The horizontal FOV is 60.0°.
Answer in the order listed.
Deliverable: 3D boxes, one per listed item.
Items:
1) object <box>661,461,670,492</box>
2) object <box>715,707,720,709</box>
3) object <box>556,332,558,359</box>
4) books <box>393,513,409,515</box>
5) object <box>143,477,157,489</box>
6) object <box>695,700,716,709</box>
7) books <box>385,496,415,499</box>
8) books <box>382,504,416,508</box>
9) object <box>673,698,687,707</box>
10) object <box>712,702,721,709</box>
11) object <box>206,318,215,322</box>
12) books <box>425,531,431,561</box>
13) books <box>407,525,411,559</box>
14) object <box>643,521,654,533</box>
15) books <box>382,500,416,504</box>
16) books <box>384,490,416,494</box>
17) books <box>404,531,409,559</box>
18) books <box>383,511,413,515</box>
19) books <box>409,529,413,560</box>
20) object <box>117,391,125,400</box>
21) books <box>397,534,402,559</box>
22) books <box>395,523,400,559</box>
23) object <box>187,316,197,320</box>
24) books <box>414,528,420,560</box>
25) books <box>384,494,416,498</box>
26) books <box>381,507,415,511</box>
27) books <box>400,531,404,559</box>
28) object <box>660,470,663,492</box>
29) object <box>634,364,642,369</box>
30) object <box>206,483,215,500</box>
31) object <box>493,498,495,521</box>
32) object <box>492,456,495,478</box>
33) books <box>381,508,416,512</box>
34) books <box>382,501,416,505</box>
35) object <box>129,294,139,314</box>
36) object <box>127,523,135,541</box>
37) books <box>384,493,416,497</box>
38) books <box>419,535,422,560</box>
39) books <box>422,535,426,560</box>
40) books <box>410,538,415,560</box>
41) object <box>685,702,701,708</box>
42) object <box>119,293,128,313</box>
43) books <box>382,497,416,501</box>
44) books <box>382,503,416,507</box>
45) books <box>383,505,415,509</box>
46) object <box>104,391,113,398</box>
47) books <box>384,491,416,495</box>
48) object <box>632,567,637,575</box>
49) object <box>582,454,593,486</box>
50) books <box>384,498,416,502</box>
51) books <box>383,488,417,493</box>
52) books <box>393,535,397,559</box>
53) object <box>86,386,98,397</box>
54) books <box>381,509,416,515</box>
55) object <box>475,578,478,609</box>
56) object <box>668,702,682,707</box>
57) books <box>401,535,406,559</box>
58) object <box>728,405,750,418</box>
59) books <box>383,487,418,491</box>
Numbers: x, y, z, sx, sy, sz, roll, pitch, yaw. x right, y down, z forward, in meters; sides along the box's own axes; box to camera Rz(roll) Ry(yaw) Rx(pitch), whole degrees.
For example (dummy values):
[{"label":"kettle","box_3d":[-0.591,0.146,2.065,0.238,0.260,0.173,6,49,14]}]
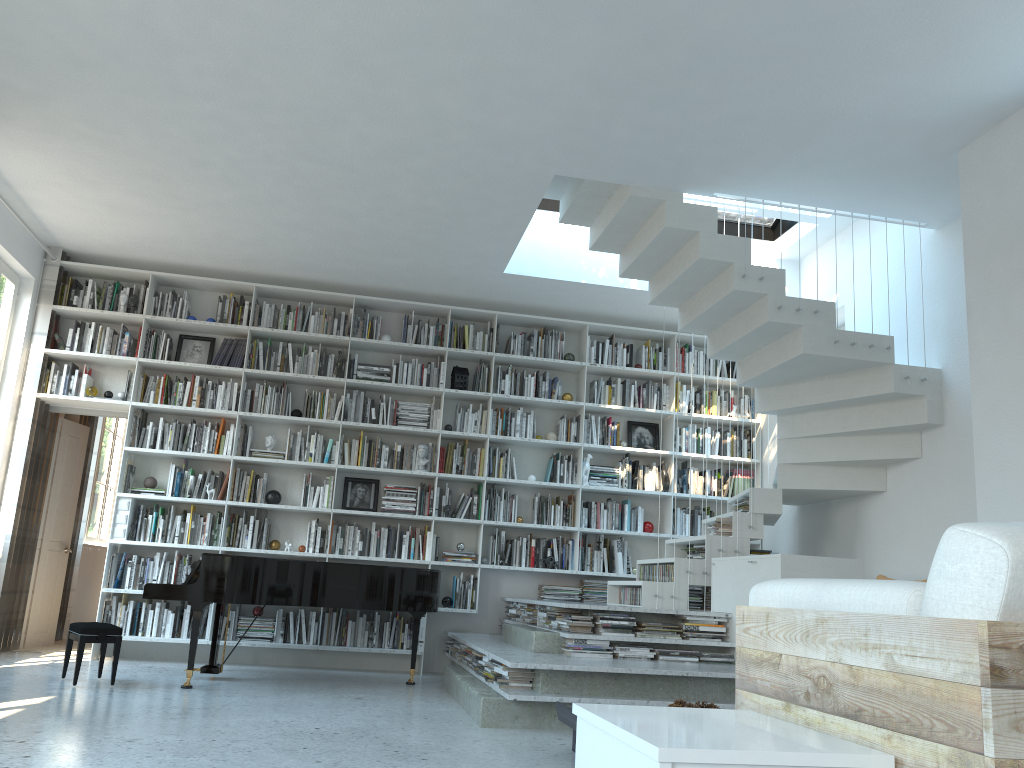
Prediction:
[{"label":"object","box_3d":[1.369,0.835,7.941,0.087,0.287,0.075,-2,-14,24]},{"label":"object","box_3d":[0.845,1.403,3.730,0.106,0.086,0.091,3,-13,4]},{"label":"object","box_3d":[0.396,-0.315,8.152,0.006,0.297,0.130,6,-13,-10]},{"label":"books","box_3d":[-0.974,1.120,7.579,0.254,0.012,0.161,7,-14,-14]},{"label":"object","box_3d":[-2.954,0.810,7.245,0.105,0.106,0.105,12,-15,-31]},{"label":"object","box_3d":[0.835,1.410,3.798,0.097,0.102,0.099,14,-16,-38]},{"label":"books","box_3d":[-0.965,0.981,7.612,0.254,0.012,0.161,5,-13,-7]},{"label":"books","box_3d":[-0.971,1.052,7.604,0.285,0.012,0.160,6,-13,-10]},{"label":"object","box_3d":[0.720,1.391,3.781,0.090,0.105,0.098,1,-13,11]},{"label":"object","box_3d":[0.880,1.430,3.839,0.086,0.100,0.078,13,-16,-35]},{"label":"object","box_3d":[-2.576,-0.522,7.585,0.083,0.083,0.082,12,-15,-31]},{"label":"books","box_3d":[-0.721,1.386,7.554,0.033,0.245,0.176,6,-13,-10]},{"label":"books","box_3d":[-0.882,1.351,7.551,0.014,0.293,0.137,6,-13,-10]},{"label":"object","box_3d":[1.211,1.288,7.937,0.115,0.116,0.115,12,-15,-31]},{"label":"books","box_3d":[-0.967,1.015,7.600,0.285,0.012,0.160,5,-13,-5]},{"label":"books","box_3d":[-0.962,0.933,7.621,0.254,0.012,0.161,7,-14,-14]},{"label":"books","box_3d":[-0.900,1.375,7.531,0.023,0.234,0.175,6,-13,-10]},{"label":"books","box_3d":[-0.974,1.109,7.586,0.254,0.012,0.161,5,-13,-8]},{"label":"books","box_3d":[-0.870,1.372,7.557,0.014,0.255,0.145,6,-13,-10]},{"label":"object","box_3d":[-3.226,0.098,7.326,0.071,0.072,0.071,12,-15,-31]},{"label":"books","box_3d":[-0.961,1.383,7.518,0.024,0.206,0.183,6,-13,-10]},{"label":"books","box_3d":[-0.976,1.338,7.528,0.012,0.296,0.178,6,-13,-10]},{"label":"object","box_3d":[-2.730,-0.538,7.559,0.083,0.083,0.082,12,-15,-31]},{"label":"books","box_3d":[-0.815,1.367,7.556,0.026,0.271,0.175,6,-13,-10]},{"label":"books","box_3d":[-0.965,0.969,7.615,0.254,0.012,0.161,7,-13,-13]},{"label":"books","box_3d":[-0.971,1.073,7.587,0.285,0.012,0.160,5,-13,-5]},{"label":"books","box_3d":[-0.943,1.373,7.535,0.014,0.234,0.154,6,-13,-10]},{"label":"object","box_3d":[1.342,0.899,8.067,0.022,0.211,0.179,6,-13,-10]},{"label":"object","box_3d":[1.162,-0.149,8.162,0.071,0.072,0.072,-7,-16,38]},{"label":"object","box_3d":[-2.446,0.871,7.185,0.082,0.139,0.044,10,-14,-25]},{"label":"object","box_3d":[-0.168,1.083,7.763,0.007,0.265,0.135,6,-13,-10]},{"label":"object","box_3d":[-0.171,0.748,7.815,0.013,0.207,0.140,6,-13,-10]},{"label":"books","box_3d":[-0.973,1.086,7.594,0.285,0.012,0.160,6,-13,-11]},{"label":"books","box_3d":[-0.969,1.028,7.604,0.285,0.012,0.160,5,-13,-8]},{"label":"object","box_3d":[-3.155,-0.651,7.385,0.067,0.197,0.068,-4,-15,32]},{"label":"object","box_3d":[-3.018,1.173,7.032,0.045,0.146,0.045,-3,-14,28]},{"label":"books","box_3d":[-0.964,0.957,7.616,0.254,0.012,0.161,7,-14,-14]},{"label":"books","box_3d":[-0.781,1.397,7.545,0.042,0.212,0.169,6,-13,-10]},{"label":"books","box_3d":[-0.755,1.398,7.551,0.011,0.216,0.166,6,-13,-10]},{"label":"books","box_3d":[-0.850,1.404,7.529,0.023,0.182,0.169,6,-13,-10]},{"label":"object","box_3d":[0.756,1.385,3.713,0.108,0.108,0.094,15,-17,-41]},{"label":"object","box_3d":[-3.234,-0.660,7.371,0.067,0.197,0.068,-4,-15,32]},{"label":"books","box_3d":[-0.965,0.992,7.605,0.285,0.012,0.160,5,-13,-5]},{"label":"books","box_3d":[-0.970,1.040,7.604,0.285,0.012,0.160,6,-13,-9]},{"label":"books","box_3d":[-0.970,1.061,7.590,0.254,0.012,0.161,7,-14,-15]},{"label":"object","box_3d":[-3.334,0.092,7.328,0.071,0.072,0.071,12,-15,-31]},{"label":"books","box_3d":[-0.963,0.945,7.620,0.254,0.012,0.161,7,-13,-13]},{"label":"object","box_3d":[1.081,1.659,7.858,0.071,0.072,0.072,-7,-16,38]},{"label":"object","box_3d":[0.655,0.757,7.800,0.087,0.287,0.075,-2,-14,24]},{"label":"books","box_3d":[-0.966,1.004,7.603,0.254,0.012,0.161,7,-14,-15]},{"label":"books","box_3d":[-0.962,0.922,7.628,0.285,0.012,0.160,5,-13,-8]},{"label":"books","box_3d":[-0.997,1.384,7.524,0.021,0.202,0.128,6,-13,-10]},{"label":"object","box_3d":[-3.438,0.062,7.263,0.087,0.087,0.087,-7,-16,38]},{"label":"books","box_3d":[-0.972,1.096,7.582,0.285,0.012,0.160,7,-14,-15]},{"label":"object","box_3d":[-0.308,1.772,7.488,0.011,0.259,0.142,6,-13,-10]},{"label":"object","box_3d":[0.684,1.385,3.705,0.110,0.101,0.114,10,-14,-27]},{"label":"books","box_3d":[-0.923,1.387,7.524,0.023,0.204,0.167,6,-13,-10]},{"label":"object","box_3d":[2.097,0.265,8.216,0.203,0.136,0.095,2,-13,6]},{"label":"books","box_3d":[-0.960,0.909,7.623,0.285,0.012,0.160,7,-14,-15]}]
